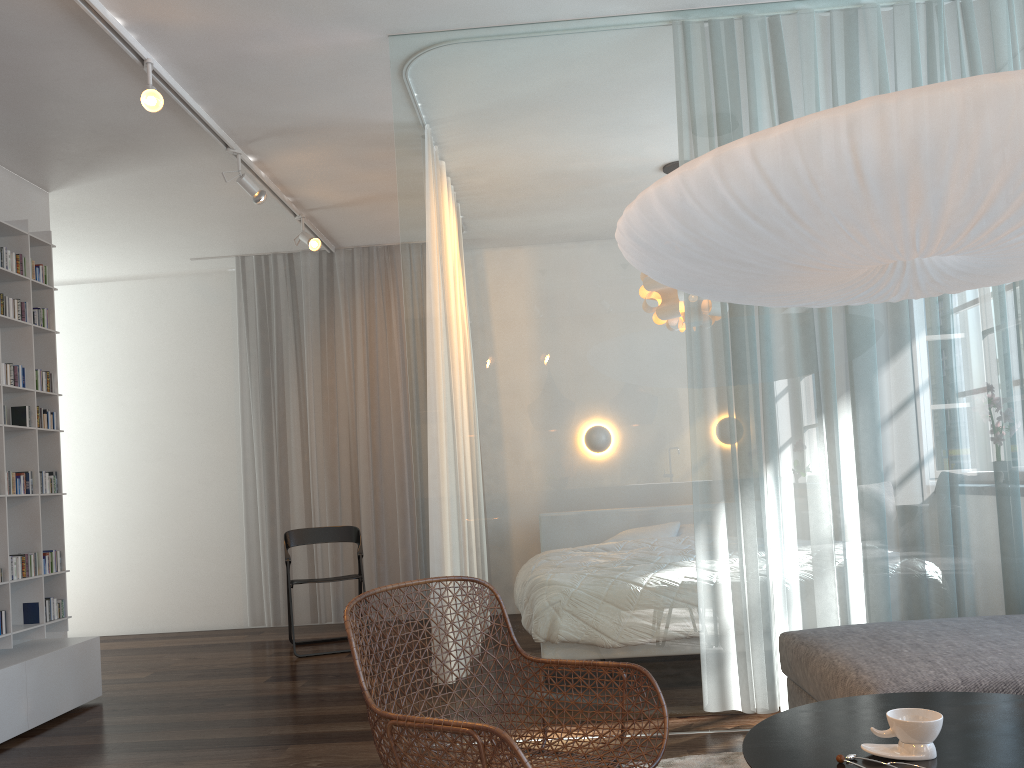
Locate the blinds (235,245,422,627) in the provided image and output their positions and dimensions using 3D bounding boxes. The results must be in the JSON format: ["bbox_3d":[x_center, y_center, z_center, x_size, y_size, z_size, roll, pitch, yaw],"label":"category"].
[{"bbox_3d":[-1.115,0.357,6.459,1.808,2.725,0.153,-4,-2,5],"label":"blinds"}]

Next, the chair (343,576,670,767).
[{"bbox_3d":[-0.025,0.896,2.396,0.688,0.707,0.719,-6,-5,35],"label":"chair"}]

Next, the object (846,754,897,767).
[{"bbox_3d":[0.620,0.638,1.470,0.025,0.016,0.164,-1,-7,-22],"label":"object"}]

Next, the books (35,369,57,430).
[{"bbox_3d":[-2.413,0.081,4.475,0.115,0.299,0.184,-4,-3,3],"label":"books"}]

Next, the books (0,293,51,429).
[{"bbox_3d":[-2.433,-0.103,4.283,0.115,0.624,0.571,-4,-4,3],"label":"books"}]

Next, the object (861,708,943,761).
[{"bbox_3d":[0.685,0.617,1.557,0.139,0.069,0.092,-5,-5,15],"label":"object"}]

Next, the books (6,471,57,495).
[{"bbox_3d":[-2.433,0.403,3.566,0.115,0.113,1.934,-4,-6,3],"label":"books"}]

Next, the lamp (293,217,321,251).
[{"bbox_3d":[-1.307,-0.940,5.564,0.251,0.239,0.085,-7,-4,35],"label":"lamp"}]

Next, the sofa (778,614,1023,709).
[{"bbox_3d":[1.881,0.722,1.596,2.040,0.669,3.083,-4,-6,3],"label":"sofa"}]

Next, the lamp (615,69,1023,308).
[{"bbox_3d":[1.003,-0.371,2.228,1.476,0.209,1.472,-9,-8,39],"label":"lamp"}]

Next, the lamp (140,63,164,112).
[{"bbox_3d":[-1.441,-1.162,3.494,0.085,0.239,0.252,-2,-5,-31],"label":"lamp"}]

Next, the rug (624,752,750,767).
[{"bbox_3d":[0.777,1.126,1.661,2.835,0.012,2.855,-2,-7,-17],"label":"rug"}]

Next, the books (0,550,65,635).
[{"bbox_3d":[-2.378,0.967,4.005,0.115,0.347,1.139,-4,-6,3],"label":"books"}]

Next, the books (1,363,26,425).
[{"bbox_3d":[-2.425,0.054,4.230,0.115,0.299,0.231,-4,-4,3],"label":"books"}]

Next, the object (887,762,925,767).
[{"bbox_3d":[0.677,0.636,1.458,0.026,0.010,0.125,0,-7,-31],"label":"object"}]

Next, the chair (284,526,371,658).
[{"bbox_3d":[-1.200,1.318,5.721,0.500,0.772,0.564,-2,-4,-17],"label":"chair"}]

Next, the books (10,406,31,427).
[{"bbox_3d":[-2.480,-0.302,3.502,0.115,0.853,1.762,-4,-6,3],"label":"books"}]

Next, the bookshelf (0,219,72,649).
[{"bbox_3d":[-2.499,0.133,3.570,0.227,2.066,2.094,-4,-4,3],"label":"bookshelf"}]

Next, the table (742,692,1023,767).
[{"bbox_3d":[0.853,0.875,1.535,0.847,0.471,0.851,-4,-5,5],"label":"table"}]

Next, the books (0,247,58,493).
[{"bbox_3d":[-2.446,0.187,3.584,0.115,1.812,1.961,-4,-4,3],"label":"books"}]

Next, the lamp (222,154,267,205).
[{"bbox_3d":[-1.361,-1.054,4.513,0.085,0.239,0.251,-5,-5,32],"label":"lamp"}]

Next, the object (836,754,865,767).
[{"bbox_3d":[0.581,0.639,1.453,0.015,0.015,0.169,-3,-6,-10],"label":"object"}]
